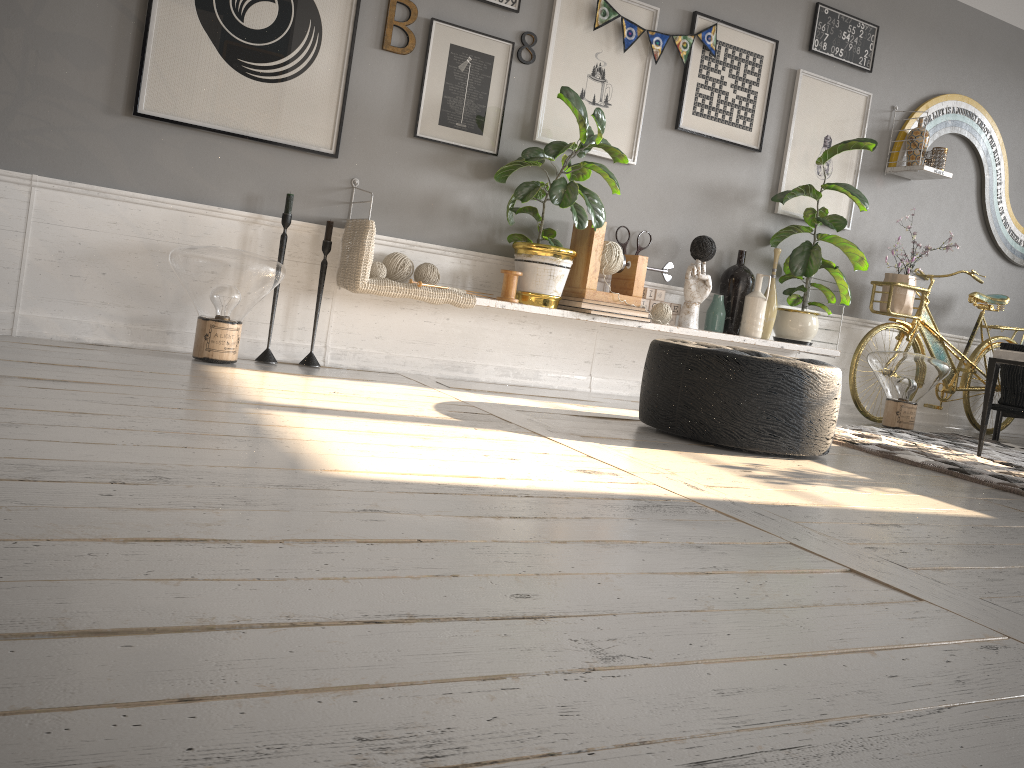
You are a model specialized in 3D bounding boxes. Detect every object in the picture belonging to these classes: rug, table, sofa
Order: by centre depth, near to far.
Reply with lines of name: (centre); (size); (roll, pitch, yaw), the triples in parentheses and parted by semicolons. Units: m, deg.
table: (2.737, 0.237, 3.459); (0.729, 0.509, 1.467); (6, 6, -28)
rug: (2.461, 0.425, 3.593); (1.764, 0.034, 2.545); (6, 6, -28)
sofa: (3.762, 0.156, 4.450); (0.967, 0.795, 2.358); (6, 6, -28)

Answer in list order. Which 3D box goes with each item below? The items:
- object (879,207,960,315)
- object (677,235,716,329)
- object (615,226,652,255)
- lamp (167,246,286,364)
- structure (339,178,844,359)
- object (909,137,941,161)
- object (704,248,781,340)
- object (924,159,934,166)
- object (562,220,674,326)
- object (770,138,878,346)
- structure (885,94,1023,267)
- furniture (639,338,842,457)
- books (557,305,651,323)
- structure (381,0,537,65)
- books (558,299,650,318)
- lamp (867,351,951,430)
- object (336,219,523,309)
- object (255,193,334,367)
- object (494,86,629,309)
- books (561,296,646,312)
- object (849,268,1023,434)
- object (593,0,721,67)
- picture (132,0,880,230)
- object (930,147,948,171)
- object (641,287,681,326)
object: (2.420, -0.701, 5.199); (0.487, 0.639, 0.254); (8, 2, -10)
object: (0.945, -0.522, 4.526); (0.154, 0.482, 0.137); (7, 2, -28)
object: (0.589, -0.560, 4.485); (0.221, 0.462, 0.019); (7, 2, -28)
lamp: (-1.107, -0.303, 3.383); (0.432, 0.436, 0.434); (8, 4, -6)
structure: (0.559, -0.509, 4.342); (2.766, 0.485, 0.310); (6, 4, -28)
object: (2.388, -1.337, 5.124); (0.197, 0.165, 0.060); (9, 2, 6)
object: (1.229, -0.496, 4.659); (0.333, 0.487, 0.285); (10, 3, 22)
object: (2.490, -1.298, 5.287); (0.063, 0.081, 0.062); (11, 4, 38)
object: (0.560, -0.533, 4.307); (0.544, 0.439, 0.240); (6, 3, -28)
object: (1.664, -0.780, 4.815); (0.568, 1.147, 0.416); (9, 2, 12)
structure: (3.182, -1.279, 5.630); (2.015, 0.953, 0.268); (6, 3, -28)
furniture: (0.866, 0.037, 3.392); (0.733, 0.356, 0.740); (4, 7, -41)
books: (0.436, -0.341, 4.264); (0.367, 0.021, 0.298); (5, 7, -33)
structure: (-0.219, -1.544, 3.992); (0.736, 0.262, 0.024); (6, 3, -28)
books: (0.431, -0.365, 4.253); (0.383, 0.029, 0.262); (6, 6, -27)
lamp: (2.191, 0.039, 4.953); (0.432, 0.436, 0.434); (9, 4, 3)
object: (-0.331, -0.500, 3.853); (0.782, 0.306, 0.331); (6, 5, -27)
object: (-0.874, -0.429, 3.652); (0.278, 0.699, 0.092); (7, 2, -36)
object: (0.210, -0.827, 4.024); (0.508, 0.961, 0.549); (6, 4, -43)
books: (0.427, -0.389, 4.260); (0.378, 0.017, 0.230); (5, 7, -31)
object: (2.691, -0.198, 5.420); (1.620, 0.967, 0.429); (5, 4, -36)
object: (0.696, -1.767, 4.411); (0.911, 0.338, 0.058); (6, 3, -28)
picture: (-0.237, -1.424, 1.697); (7.268, 1.790, 4.069); (6, 6, -28)
object: (2.509, -1.316, 5.206); (0.085, 0.139, 0.086); (7, 4, -35)
object: (0.742, -0.398, 4.541); (0.264, 0.173, 0.079); (7, 3, -22)
